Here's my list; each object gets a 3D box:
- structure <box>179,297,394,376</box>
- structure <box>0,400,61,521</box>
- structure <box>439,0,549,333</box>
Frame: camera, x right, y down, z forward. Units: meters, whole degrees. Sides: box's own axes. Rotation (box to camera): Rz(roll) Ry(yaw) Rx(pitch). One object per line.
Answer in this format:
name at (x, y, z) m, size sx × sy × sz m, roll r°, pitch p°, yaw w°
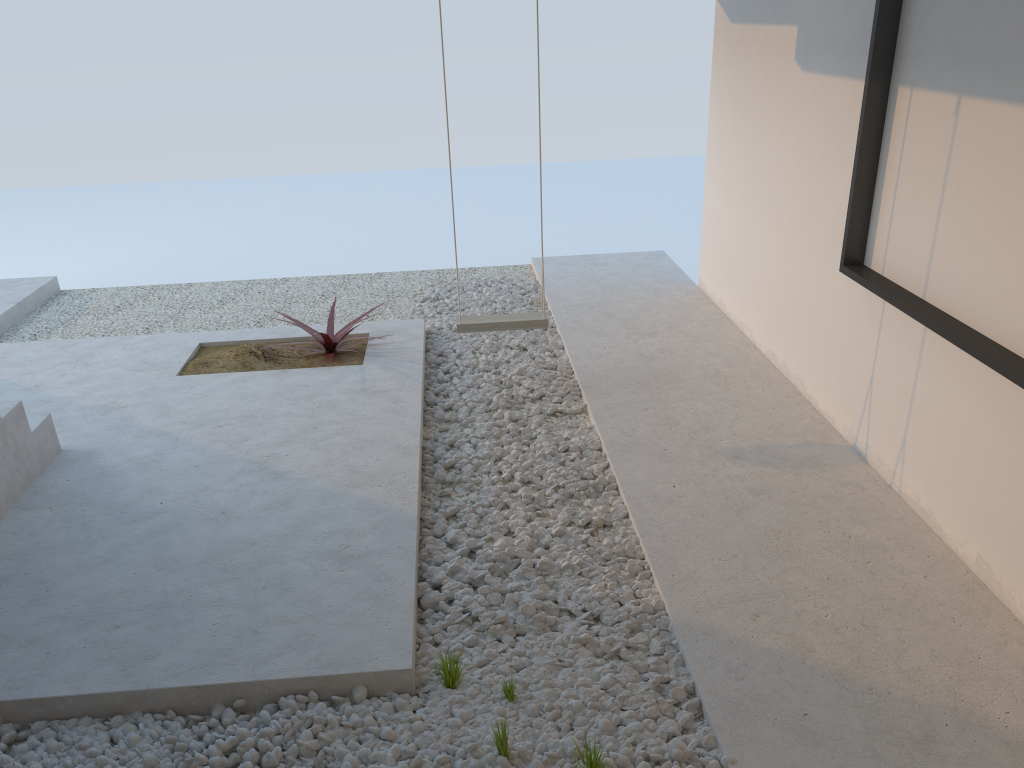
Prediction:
structure at (-1.287, -0.246, 5.085) m, size 1.203 × 0.303 × 0.719 m, roll -4°, pitch 23°, yaw -3°
structure at (-2.457, -0.285, 0.203) m, size 1.158 × 4.099 × 6.310 m, roll -4°, pitch 24°, yaw -3°
structure at (-0.083, -1.143, 4.074) m, size 0.462 × 1.939 × 0.124 m, roll -4°, pitch 26°, yaw -3°
